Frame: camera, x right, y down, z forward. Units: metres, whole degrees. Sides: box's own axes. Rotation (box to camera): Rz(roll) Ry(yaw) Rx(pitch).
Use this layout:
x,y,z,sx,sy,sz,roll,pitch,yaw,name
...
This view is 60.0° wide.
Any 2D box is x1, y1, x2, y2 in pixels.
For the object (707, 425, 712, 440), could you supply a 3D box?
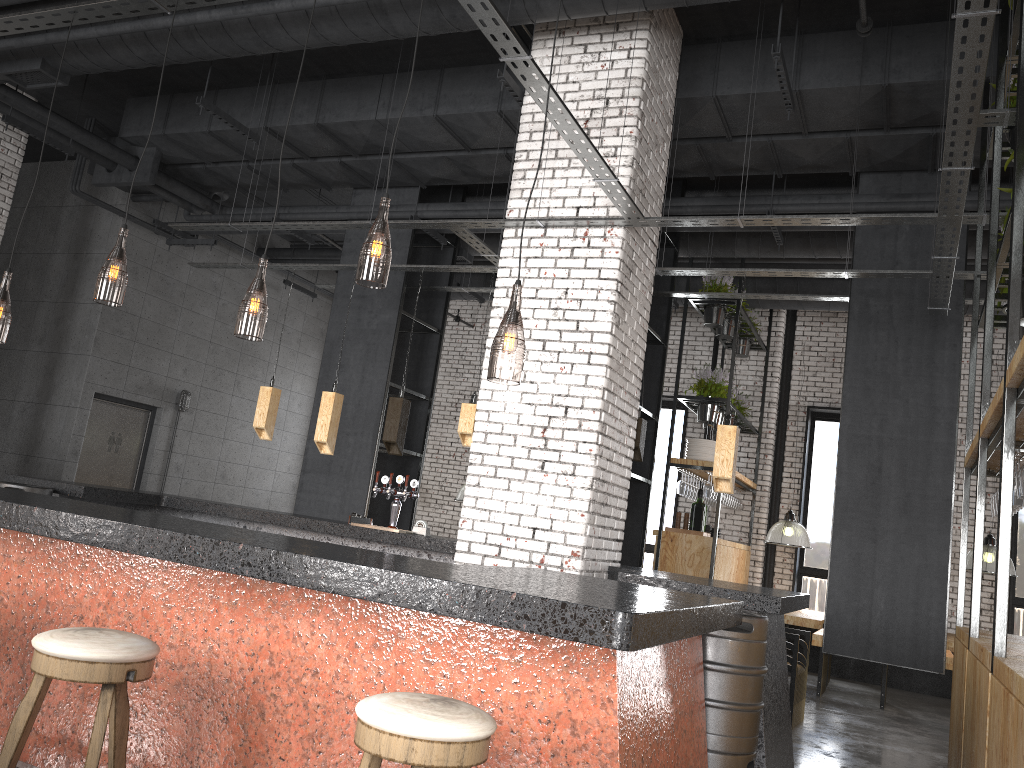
x,y,z,sx,sy,sz,roll,pitch,yaw,name
2.214,0.696,10.028,0.098,0.473,0.097,8,-10,2,object

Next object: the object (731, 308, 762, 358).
x,y,z,sx,sy,sz,roll,pitch,yaw,name
2.980,-0.633,11.475,0.467,0.561,0.415,2,-12,34,object

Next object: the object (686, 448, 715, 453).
x,y,z,sx,sy,sz,roll,pitch,yaw,name
2.076,0.751,9.733,0.334,0.041,0.334,17,-12,-42,object

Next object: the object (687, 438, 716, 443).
x,y,z,sx,sy,sz,roll,pitch,yaw,name
2.091,0.641,9.754,0.334,0.039,0.333,8,-9,-1,object

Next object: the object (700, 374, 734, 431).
x,y,z,sx,sy,sz,roll,pitch,yaw,name
2.378,0.257,10.414,0.416,0.561,0.465,5,-10,19,object

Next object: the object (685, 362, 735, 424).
x,y,z,sx,sy,sz,roll,pitch,yaw,name
2.213,0.158,9.949,0.467,0.561,0.415,10,-10,-10,object

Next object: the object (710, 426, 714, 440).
x,y,z,sx,sy,sz,roll,pitch,yaw,name
2.256,0.717,10.124,0.098,0.473,0.097,8,-10,2,object

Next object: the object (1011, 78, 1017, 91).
x,y,z,sx,sy,sz,roll,pitch,yaw,name
2.994,-1.697,4.863,0.416,0.561,0.466,9,-10,-2,object

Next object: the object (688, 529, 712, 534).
x,y,z,sx,sy,sz,roll,pitch,yaw,name
2.096,1.673,9.904,0.257,0.068,0.256,3,-11,32,object

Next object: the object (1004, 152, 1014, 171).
x,y,z,sx,sy,sz,roll,pitch,yaw,name
2.330,-0.843,3.622,0.466,0.561,0.415,13,-11,-26,object

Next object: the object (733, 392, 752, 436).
x,y,z,sx,sy,sz,roll,pitch,yaw,name
2.797,0.457,11.275,0.467,0.561,0.415,-1,-13,43,object

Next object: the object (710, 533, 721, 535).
x,y,z,sx,sy,sz,roll,pitch,yaw,name
2.254,1.736,10.212,0.306,0.044,0.304,4,-10,25,object

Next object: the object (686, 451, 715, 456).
x,y,z,sx,sy,sz,roll,pitch,yaw,name
2.072,0.770,9.730,0.334,0.039,0.334,10,-9,-9,object

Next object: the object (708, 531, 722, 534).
x,y,z,sx,sy,sz,roll,pitch,yaw,name
2.257,1.713,10.216,0.305,0.042,0.305,11,-10,-18,object

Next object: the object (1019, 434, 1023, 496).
x,y,z,sx,sy,sz,roll,pitch,yaw,name
2.246,0.351,3.822,0.101,0.268,0.100,0,-13,38,object

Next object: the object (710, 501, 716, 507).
x,y,z,sx,sy,sz,roll,pitch,yaw,name
2.506,1.399,11.087,0.100,0.268,0.101,15,-12,-34,object

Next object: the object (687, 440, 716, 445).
x,y,z,sx,sy,sz,roll,pitch,yaw,name
2.089,0.660,9.749,0.335,0.039,0.333,8,-9,0,object

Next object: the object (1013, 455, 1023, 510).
x,y,z,sx,sy,sz,roll,pitch,yaw,name
2.520,0.490,4.441,0.101,0.268,0.101,14,-11,-28,object

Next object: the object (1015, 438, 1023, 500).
x,y,z,sx,sy,sz,roll,pitch,yaw,name
2.304,0.380,3.954,0.101,0.268,0.100,0,-13,38,object

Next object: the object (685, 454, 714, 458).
x,y,z,sx,sy,sz,roll,pitch,yaw,name
2.068,0.809,9.723,0.334,0.037,0.334,10,-9,-9,object

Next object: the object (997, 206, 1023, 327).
x,y,z,sx,sy,sz,roll,pitch,yaw,name
2.797,-0.598,4.720,0.416,0.561,0.465,2,-12,32,object

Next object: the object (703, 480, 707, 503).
x,y,z,sx,sy,sz,roll,pitch,yaw,name
2.285,1.286,10.586,0.101,0.268,0.101,14,-11,-28,object

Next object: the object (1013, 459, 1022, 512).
x,y,z,sx,sy,sz,roll,pitch,yaw,name
2.574,0.518,4.565,0.101,0.268,0.100,10,-10,-11,object

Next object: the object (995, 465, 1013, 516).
x,y,z,sx,sy,sz,roll,pitch,yaw,name
2.691,0.578,4.828,0.101,0.268,0.100,10,-10,-11,object

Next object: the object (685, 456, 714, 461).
x,y,z,sx,sy,sz,roll,pitch,yaw,name
2.064,0.827,9.720,0.334,0.046,0.333,7,-9,6,object

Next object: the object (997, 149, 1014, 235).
x,y,z,sx,sy,sz,roll,pitch,yaw,name
2.476,-0.758,4.023,0.416,0.561,0.466,10,-10,-7,object

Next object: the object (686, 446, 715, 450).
x,y,z,sx,sy,sz,roll,pitch,yaw,name
2.081,0.717,9.739,0.335,0.043,0.333,7,-9,8,object

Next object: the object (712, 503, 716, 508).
x,y,z,sx,sy,sz,roll,pitch,yaw,name
2.564,1.429,11.218,0.100,0.268,0.101,15,-12,-34,object

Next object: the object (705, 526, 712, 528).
x,y,z,sx,sy,sz,roll,pitch,yaw,name
2.104,1.622,9.914,0.257,0.072,0.256,4,-10,24,object

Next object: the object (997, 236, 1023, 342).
x,y,z,sx,sy,sz,roll,pitch,yaw,name
3.023,-0.503,5.105,0.416,0.561,0.465,5,-10,18,object

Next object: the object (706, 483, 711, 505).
x,y,z,sx,sy,sz,roll,pitch,yaw,name
2.390,1.340,10.824,0.101,0.268,0.101,14,-11,-28,object

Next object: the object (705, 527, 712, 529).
x,y,z,sx,sy,sz,roll,pitch,yaw,name
2.104,1.626,9.913,0.257,0.072,0.256,9,-9,-3,object

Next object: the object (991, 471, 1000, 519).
x,y,z,sx,sy,sz,roll,pitch,yaw,name
2.807,0.637,5.091,0.101,0.268,0.100,10,-10,-11,object

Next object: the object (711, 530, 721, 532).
x,y,z,sx,sy,sz,roll,pitch,yaw,name
2.259,1.698,10.219,0.306,0.038,0.304,4,-10,26,object

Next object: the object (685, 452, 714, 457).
x,y,z,sx,sy,sz,roll,pitch,yaw,name
2.070,0.789,9.726,0.334,0.040,0.334,10,-9,-11,object

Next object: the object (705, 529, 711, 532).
x,y,z,sx,sy,sz,roll,pitch,yaw,name
2.099,1.650,9.908,0.257,0.076,0.256,4,-10,24,object

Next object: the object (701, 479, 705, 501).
x,y,z,sx,sy,sz,roll,pitch,yaw,name
2.233,1.260,10.469,0.101,0.268,0.101,14,-11,-28,object

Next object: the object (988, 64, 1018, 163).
x,y,z,sx,sy,sz,roll,pitch,yaw,name
3.109,-1.612,5.289,0.415,0.561,0.467,17,-13,-40,object

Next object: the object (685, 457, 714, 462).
x,y,z,sx,sy,sz,roll,pitch,yaw,name
2.062,0.847,9.716,0.334,0.033,0.334,13,-10,-27,object

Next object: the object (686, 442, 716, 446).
x,y,z,sx,sy,sz,roll,pitch,yaw,name
2.085,0.679,9.747,0.334,0.044,0.333,9,-9,-4,object

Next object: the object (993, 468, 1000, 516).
x,y,z,sx,sy,sz,roll,pitch,yaw,name
2.749,0.607,4.959,0.101,0.268,0.100,10,-10,-11,object

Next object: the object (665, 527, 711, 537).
x,y,z,sx,sy,sz,roll,pitch,yaw,name
1.904,1.609,9.599,0.411,0.050,0.410,4,-10,24,object

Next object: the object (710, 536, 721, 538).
x,y,z,sx,sy,sz,roll,pitch,yaw,name
2.250,1.761,10.208,0.305,0.035,0.305,13,-10,-27,object

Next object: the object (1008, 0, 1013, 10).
x,y,z,sx,sy,sz,roll,pitch,yaw,name
2.628,-1.862,4.171,0.467,0.561,0.415,5,-10,19,object

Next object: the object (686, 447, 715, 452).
x,y,z,sx,sy,sz,roll,pitch,yaw,name
2.078,0.736,9.736,0.335,0.039,0.333,3,-11,32,object

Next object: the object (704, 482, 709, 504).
x,y,z,sx,sy,sz,roll,pitch,yaw,name
2.335,1.312,10.700,0.101,0.268,0.101,14,-11,-28,object

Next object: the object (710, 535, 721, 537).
x,y,z,sx,sy,sz,roll,pitch,yaw,name
2.252,1.750,10.209,0.306,0.041,0.305,0,-12,42,object

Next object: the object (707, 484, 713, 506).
x,y,z,sx,sy,sz,roll,pitch,yaw,name
2.448,1.369,10.955,0.100,0.268,0.101,15,-12,-34,object

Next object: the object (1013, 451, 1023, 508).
x,y,z,sx,sy,sz,roll,pitch,yaw,name
2.469,0.465,4.327,0.101,0.268,0.101,14,-11,-28,object

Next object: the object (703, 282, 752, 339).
x,y,z,sx,sy,sz,roll,pitch,yaw,name
2.567,-0.833,10.608,0.467,0.561,0.415,11,-10,-17,object

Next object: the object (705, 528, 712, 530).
x,y,z,sx,sy,sz,roll,pitch,yaw,name
2.100,1.643,9.910,0.256,0.076,0.256,16,-12,-39,object

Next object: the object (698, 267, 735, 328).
x,y,z,sx,sy,sz,roll,pitch,yaw,name
2.330,-0.940,10.156,0.416,0.561,0.466,8,-10,-1,object

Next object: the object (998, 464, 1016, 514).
x,y,z,sx,sy,sz,roll,pitch,yaw,name
2.632,0.548,4.696,0.101,0.268,0.100,10,-10,-11,object

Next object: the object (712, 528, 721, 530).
x,y,z,sx,sy,sz,roll,pitch,yaw,name
2.262,1.673,10.225,0.306,0.040,0.305,7,-9,8,object

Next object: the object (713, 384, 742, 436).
x,y,z,sx,sy,sz,roll,pitch,yaw,name
2.561,0.353,10.845,0.416,0.561,0.466,12,-10,-19,object

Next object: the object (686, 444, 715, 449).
x,y,z,sx,sy,sz,roll,pitch,yaw,name
2.083,0.698,9.743,0.334,0.041,0.334,9,-9,-6,object

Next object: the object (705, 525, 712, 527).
x,y,z,sx,sy,sz,roll,pitch,yaw,name
2.108,1.597,9.919,0.256,0.077,0.256,13,-10,-27,object
